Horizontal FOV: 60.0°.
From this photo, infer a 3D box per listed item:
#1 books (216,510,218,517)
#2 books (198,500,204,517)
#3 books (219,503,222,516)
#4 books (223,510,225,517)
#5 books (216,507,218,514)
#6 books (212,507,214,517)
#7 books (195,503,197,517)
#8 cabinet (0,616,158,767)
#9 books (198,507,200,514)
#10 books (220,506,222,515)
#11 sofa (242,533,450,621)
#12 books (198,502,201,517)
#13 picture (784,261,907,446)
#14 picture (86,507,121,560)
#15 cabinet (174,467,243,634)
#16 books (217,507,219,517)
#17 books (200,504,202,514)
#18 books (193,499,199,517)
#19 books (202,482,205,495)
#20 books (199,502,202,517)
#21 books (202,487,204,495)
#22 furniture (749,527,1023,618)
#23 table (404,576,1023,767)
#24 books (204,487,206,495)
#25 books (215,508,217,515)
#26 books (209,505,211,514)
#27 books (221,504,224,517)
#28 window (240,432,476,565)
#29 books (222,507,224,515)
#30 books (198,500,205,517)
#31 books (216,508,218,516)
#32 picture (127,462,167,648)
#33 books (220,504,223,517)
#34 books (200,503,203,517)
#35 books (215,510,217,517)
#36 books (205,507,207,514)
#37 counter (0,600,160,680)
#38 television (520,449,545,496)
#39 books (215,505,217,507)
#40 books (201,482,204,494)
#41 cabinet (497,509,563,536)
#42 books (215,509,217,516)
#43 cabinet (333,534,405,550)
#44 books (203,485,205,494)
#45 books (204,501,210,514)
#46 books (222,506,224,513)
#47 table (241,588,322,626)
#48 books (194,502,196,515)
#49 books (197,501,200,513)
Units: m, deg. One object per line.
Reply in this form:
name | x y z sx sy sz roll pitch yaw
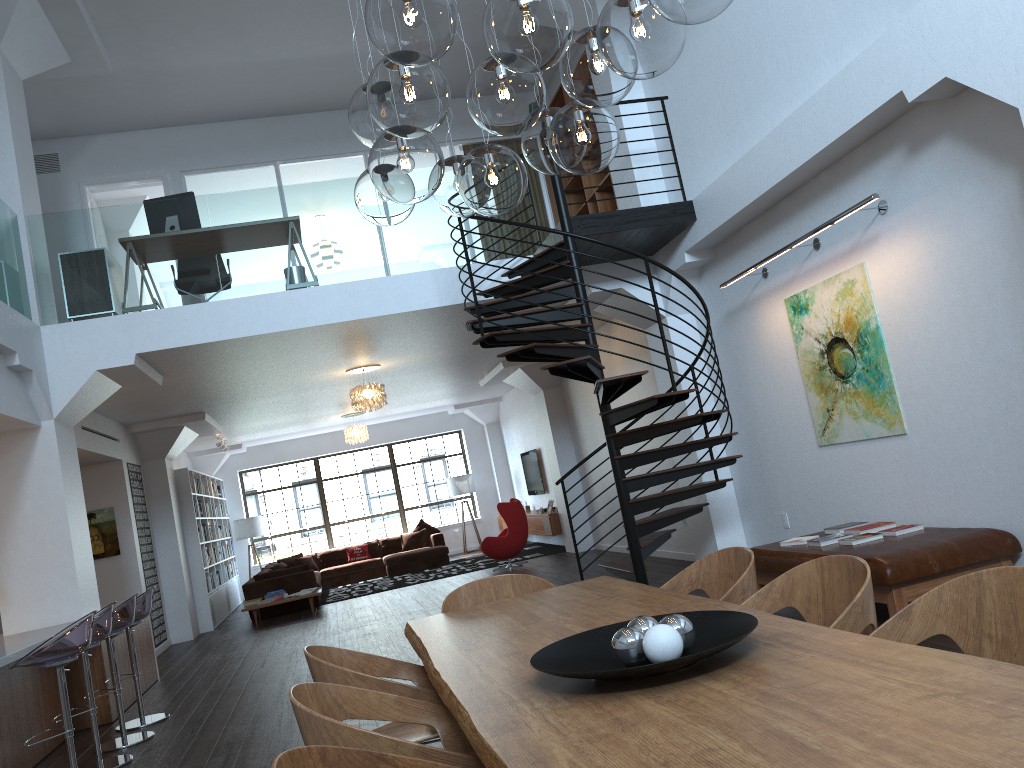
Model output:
books | -5.394 2.342 16.017 0.128 0.178 0.022 -10 -6 -13
books | -5.052 2.020 14.185 0.198 0.284 0.049 -10 -6 -13
books | -5.500 2.354 16.462 0.176 0.290 0.053 -10 -6 -13
books | -5.588 2.458 16.938 0.161 0.223 0.026 -10 -6 -13
books | -5.417 2.350 16.109 0.139 0.191 0.036 -10 -6 -13
books | -5.275 2.244 15.440 0.146 0.202 0.027 -10 -6 -13
books | -4.861 1.918 13.398 0.174 0.242 0.105 -10 -6 -13
cabinet | -3.684 2.384 6.849 0.898 0.796 4.493 -10 -6 -13
books | -4.944 1.966 13.734 0.183 0.253 0.042 -10 -6 -13
books | -5.504 2.379 16.502 0.183 0.253 0.034 -10 -6 -13
sofa | -2.720 3.202 15.515 3.481 0.664 4.197 -10 -6 -13
books | -4.977 1.993 13.894 0.171 0.246 0.039 -10 -6 -13
picture | 2.416 -0.174 6.528 0.010 1.200 1.095 -10 -6 -13
picture | -5.141 1.866 10.999 0.450 0.600 0.030 -10 -6 -13
cabinet | -5.249 2.780 15.169 0.461 2.414 4.500 -10 -6 -13
books | -5.446 2.347 16.195 0.158 0.226 0.052 -10 -6 -13
books | -4.986 2.019 14.002 0.161 0.223 0.032 -10 -6 -13
books | -4.873 1.905 13.477 0.176 0.290 0.053 -10 -6 -13
books | -5.219 1.766 14.773 0.158 0.226 0.052 -10 -6 -13
books | -4.996 2.001 13.965 0.183 0.253 0.042 -10 -6 -13
books | -5.181 1.757 14.644 0.146 0.202 0.027 -10 -6 -13
furniture | 2.344 1.241 5.860 0.907 0.453 1.819 -10 -6 -13
table | 0.424 1.086 2.236 1.012 0.750 3.803 -10 -6 -13
books | -5.241 1.815 14.951 0.128 0.178 0.022 -10 -6 -13
books | -5.394 2.334 15.969 0.134 0.184 0.030 -10 -6 -13
books | -5.193 2.156 15.017 0.159 0.250 0.026 -10 -6 -13
books | -5.538 2.406 16.692 0.183 0.253 0.034 -10 -6 -13
window | -3.181 2.363 18.689 4.648 1.905 0.114 -10 -6 -13
books | -5.587 2.434 16.865 0.183 0.253 0.034 -10 -6 -13
books | -5.047 2.022 14.239 0.176 0.291 0.053 -10 -6 -13
books | -5.412 2.342 16.069 0.136 0.196 0.045 -10 -6 -13
picture | -4.799 2.225 11.687 0.021 2.380 0.800 -10 -6 -13
books | -5.507 2.383 16.536 0.183 0.253 0.034 -10 -6 -13
books | -5.007 2.022 14.076 0.174 0.240 0.054 -10 -6 -13
books | -5.359 2.326 15.873 0.120 0.167 0.020 -10 -6 -13
books | -5.065 2.062 14.404 0.182 0.253 0.034 -10 -6 -13
counter | -2.487 1.970 5.481 3.039 0.860 8.182 -6 -8 -42
television | 0.373 1.650 16.427 0.013 0.816 1.324 -10 -6 -13
books | -5.434 2.337 16.149 0.140 0.231 0.042 -10 -6 -13
books | -5.205 1.756 14.727 0.140 0.231 0.042 -10 -6 -13
cabinet | 0.382 2.543 16.362 0.459 0.350 4.501 -10 -6 -13
books | -5.363 2.337 15.910 0.110 0.153 0.019 -10 -6 -13
cabinet | -2.821 3.515 18.028 1.520 0.625 0.350 -10 -6 -13
books | -5.226 1.795 14.859 0.139 0.191 0.036 -10 -6 -13
books | -5.180 2.119 14.887 0.176 0.290 0.053 -10 -6 -13
books | -5.593 2.447 16.902 0.174 0.240 0.045 -10 -6 -13
table | -3.276 3.221 12.781 1.100 0.271 0.853 -10 -6 -13
books | -4.840 1.909 13.318 0.172 0.235 0.112 -10 -6 -13
books | -4.967 1.976 13.817 0.180 0.259 0.042 -10 -6 -13
